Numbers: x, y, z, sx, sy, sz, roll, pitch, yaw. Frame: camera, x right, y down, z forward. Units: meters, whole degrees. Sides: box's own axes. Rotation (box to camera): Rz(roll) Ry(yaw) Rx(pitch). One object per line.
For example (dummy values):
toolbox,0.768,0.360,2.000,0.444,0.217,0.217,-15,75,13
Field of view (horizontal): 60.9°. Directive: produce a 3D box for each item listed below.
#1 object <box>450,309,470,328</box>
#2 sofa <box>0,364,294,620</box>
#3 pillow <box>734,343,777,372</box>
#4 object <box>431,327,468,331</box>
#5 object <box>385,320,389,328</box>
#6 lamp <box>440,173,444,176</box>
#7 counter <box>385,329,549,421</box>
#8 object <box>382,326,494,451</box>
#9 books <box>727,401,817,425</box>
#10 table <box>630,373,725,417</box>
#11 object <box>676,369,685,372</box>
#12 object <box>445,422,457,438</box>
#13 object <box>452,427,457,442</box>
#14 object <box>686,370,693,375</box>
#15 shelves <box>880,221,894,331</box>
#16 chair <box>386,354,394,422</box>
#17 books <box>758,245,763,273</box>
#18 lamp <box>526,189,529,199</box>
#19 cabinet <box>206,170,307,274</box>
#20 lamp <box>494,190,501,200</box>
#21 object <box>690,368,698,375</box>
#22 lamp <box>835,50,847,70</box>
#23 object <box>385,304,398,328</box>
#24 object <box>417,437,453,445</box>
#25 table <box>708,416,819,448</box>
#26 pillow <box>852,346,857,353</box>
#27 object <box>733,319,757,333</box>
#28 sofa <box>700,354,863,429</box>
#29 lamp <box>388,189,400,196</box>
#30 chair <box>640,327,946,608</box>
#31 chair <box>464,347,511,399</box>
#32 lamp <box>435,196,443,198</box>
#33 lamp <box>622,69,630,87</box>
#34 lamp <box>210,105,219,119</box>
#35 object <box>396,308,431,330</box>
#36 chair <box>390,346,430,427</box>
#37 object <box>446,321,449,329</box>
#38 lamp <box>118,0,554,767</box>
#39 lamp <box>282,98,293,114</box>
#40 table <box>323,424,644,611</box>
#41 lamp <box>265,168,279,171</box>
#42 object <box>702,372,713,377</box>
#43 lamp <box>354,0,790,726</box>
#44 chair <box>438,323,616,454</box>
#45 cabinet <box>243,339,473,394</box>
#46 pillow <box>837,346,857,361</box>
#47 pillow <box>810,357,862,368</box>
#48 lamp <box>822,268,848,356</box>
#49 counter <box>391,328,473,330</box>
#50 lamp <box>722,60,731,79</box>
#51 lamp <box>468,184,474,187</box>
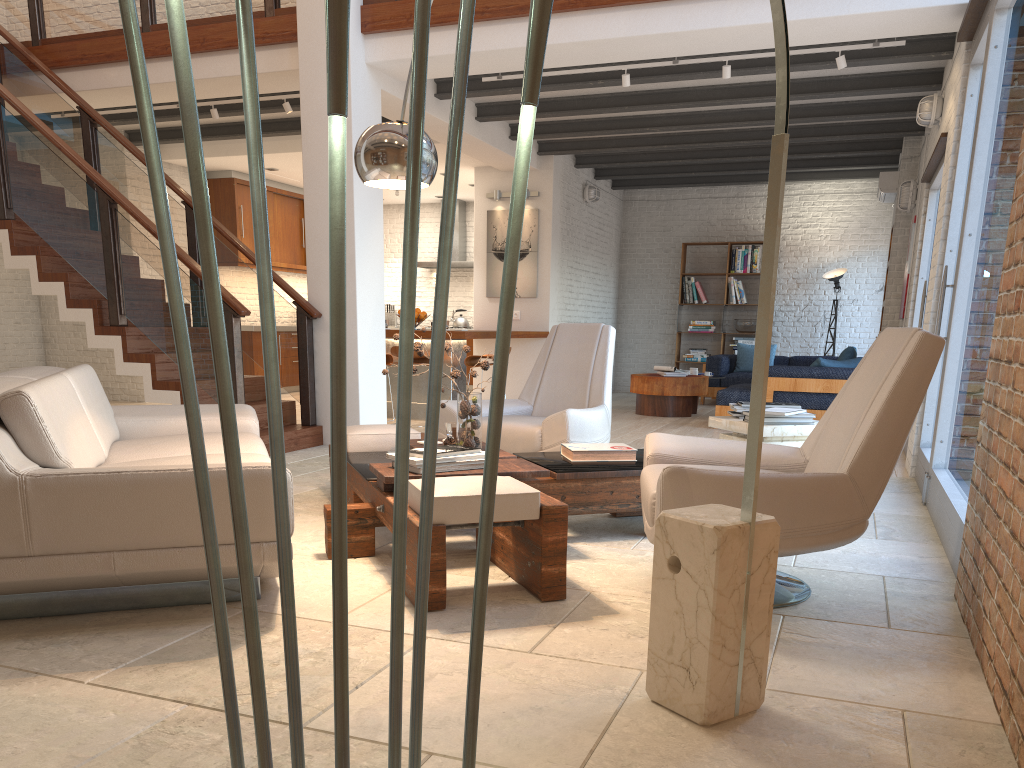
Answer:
object,-0.781,-1.009,13.376,0.258,0.284,0.258,9,12,42
sofa,-1.616,0.336,3.734,1.141,0.779,2.268,-1,5,-19
pillow,3.328,-0.351,11.912,0.553,0.422,0.217,4,12,19
object,-0.665,-0.564,8.903,0.393,0.036,0.194,3,4,24
object,-1.324,-0.625,9.088,0.091,0.087,0.088,4,9,18
lamp,-0.823,-2.648,10.933,0.123,0.057,0.121,3,6,21
counter,-0.790,-0.135,9.820,1.678,0.948,2.437,3,6,21
object,-0.335,0.016,4.087,0.542,0.627,0.305,0,12,-8
books,1.397,0.159,4.677,0.389,0.082,0.552,1,4,5
table,1.956,0.101,10.658,1.069,0.460,1.791,4,5,27
object,2.173,-0.170,11.156,0.192,0.094,0.183,-4,8,-44
object,-0.303,0.243,4.515,0.091,0.087,0.088,-2,9,-20
object,-0.251,0.266,4.387,0.094,0.085,0.111,0,7,-7
object,2.074,-0.133,10.307,0.146,0.057,0.170,2,5,10
shelves,4.411,-1.127,10.050,0.191,1.474,0.745,6,13,21
chair,-1.478,-0.005,8.844,0.403,0.800,0.409,5,12,20
books,3.551,-1.770,12.424,0.036,0.396,0.237,6,12,21
lamp,0.157,-2.224,10.214,0.079,0.108,0.078,-8,13,-40
cabinet,-3.109,-2.191,12.644,0.459,1.197,3.262,6,6,21
lamp,-0.175,-2.238,10.336,0.079,0.108,0.078,-8,13,-40
object,2.203,-0.139,10.574,0.106,0.111,0.106,8,11,36
lamp,2.283,-2.239,6.042,0.087,0.133,0.057,-3,13,-19
object,-2.001,-1.104,14.147,0.320,0.388,0.064,4,14,20
object,-0.349,0.284,4.454,0.271,0.036,0.242,0,4,-7
table,1.413,0.450,4.801,0.494,0.521,0.480,-2,10,-19
pillow,4.235,-0.270,11.053,0.242,0.410,1.079,5,6,20
object,3.425,-0.838,12.690,0.398,0.208,0.393,-2,7,-27
sofa,3.149,0.032,10.325,2.069,0.681,3.856,3,4,21
lamp,-1.538,-2.609,11.672,0.448,0.176,0.439,3,5,21
chair,0.998,0.290,3.280,0.983,1.031,0.995,2,9,5
chair,-0.216,0.011,8.941,0.420,0.800,0.392,5,12,20
lamp,-1.055,-2.780,12.867,0.123,0.057,0.121,3,6,21
lamp,0.860,-2.299,6.570,0.060,0.133,0.083,6,12,23
lamp,-2.683,-2.446,7.867,0.060,0.133,0.083,6,12,23
object,-1.025,-0.676,9.062,0.365,0.229,0.353,-1,7,-14
chair,-0.975,0.016,8.660,0.403,0.800,0.409,5,12,20
object,-0.681,-0.599,8.865,0.090,0.087,0.089,7,11,35
lamp,-0.160,0.015,0.799,0.418,1.880,0.192,-1,14,-9
lamp,-1.956,-2.415,7.593,0.087,0.133,0.057,-3,13,-19
table,0.065,0.501,4.213,1.966,0.443,2.147,0,4,-18
lamp,-2.977,-2.677,10.795,0.123,0.057,0.121,3,6,21
object,2.392,-0.117,10.705,0.154,0.059,0.263,2,4,14
lamp,0.010,-0.382,2.757,0.316,2.426,1.981,-8,13,-33
chair,0.203,0.135,5.408,1.013,1.049,0.954,8,11,37
cabinet,-1.819,-1.323,12.752,4.775,2.928,2.196,-1,10,-15
pillow,3.740,-0.222,9.826,0.253,0.429,1.182,5,6,21
pillow,3.161,-0.103,8.654,0.563,0.339,0.366,-1,9,-19
lamp,4.511,-0.649,11.926,0.506,1.906,0.837,-1,12,-7
counter,-1.701,-0.759,12.455,3.505,0.072,3.254,2,4,21
lamp,1.556,-2.275,6.315,0.060,0.125,0.083,6,12,23
lamp,-0.505,-2.696,11.742,0.123,0.057,0.121,3,6,21
